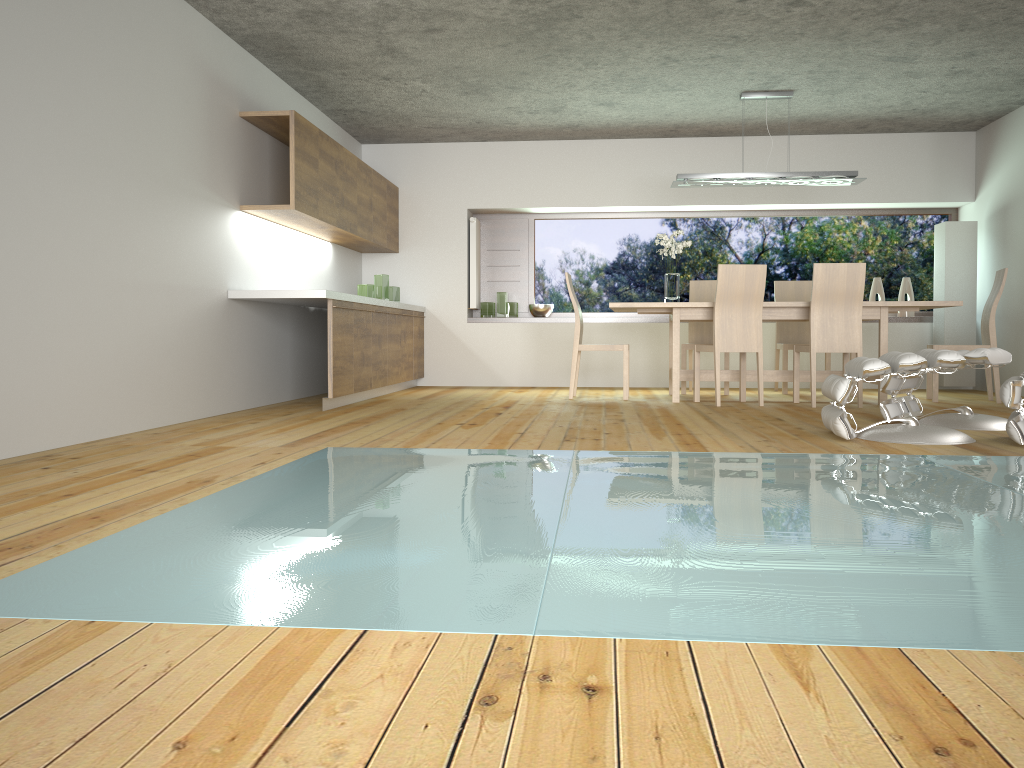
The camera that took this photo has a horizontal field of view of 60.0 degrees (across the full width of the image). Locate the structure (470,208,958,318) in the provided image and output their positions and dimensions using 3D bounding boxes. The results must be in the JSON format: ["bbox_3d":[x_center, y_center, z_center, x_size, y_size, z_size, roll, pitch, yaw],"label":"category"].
[{"bbox_3d":[1.995,-1.182,8.895,4.875,1.153,0.526,0,2,6],"label":"structure"}]

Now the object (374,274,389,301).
[{"bbox_3d":[-1.175,-0.854,7.981,0.099,0.259,0.099,1,2,30],"label":"object"}]

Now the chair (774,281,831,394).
[{"bbox_3d":[2.578,-0.430,7.937,0.404,1.016,0.506,0,2,4],"label":"chair"}]

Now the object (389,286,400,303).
[{"bbox_3d":[-1.109,-0.816,8.167,0.112,0.160,0.111,1,2,30],"label":"object"}]

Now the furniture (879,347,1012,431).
[{"bbox_3d":[2.514,0.012,5.031,0.686,0.439,0.570,2,3,41],"label":"furniture"}]

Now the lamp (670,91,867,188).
[{"bbox_3d":[2.039,-1.968,7.116,1.490,0.719,0.290,0,2,6],"label":"lamp"}]

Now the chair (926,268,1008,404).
[{"bbox_3d":[3.520,-0.373,6.874,0.506,1.016,0.404,1,2,19],"label":"chair"}]

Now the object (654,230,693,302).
[{"bbox_3d":[1.299,-0.943,7.167,0.304,0.607,0.302,0,2,9],"label":"object"}]

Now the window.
[{"bbox_3d":[2.310,-1.221,9.078,4.186,0.978,0.012,0,1,6],"label":"window"}]

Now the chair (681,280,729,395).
[{"bbox_3d":[1.736,-0.427,7.879,0.404,1.016,0.506,0,2,16],"label":"chair"}]

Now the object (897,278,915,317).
[{"bbox_3d":[3.840,-0.843,8.635,0.153,0.384,0.153,0,2,2],"label":"object"}]

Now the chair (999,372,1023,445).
[{"bbox_3d":[2.738,-0.199,4.017,0.914,0.968,0.570,1,2,31],"label":"chair"}]

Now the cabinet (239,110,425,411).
[{"bbox_3d":[-1.350,-0.901,7.452,0.656,2.002,3.095,0,3,6],"label":"cabinet"}]

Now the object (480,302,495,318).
[{"bbox_3d":[-0.246,-0.756,9.066,0.112,0.160,0.111,-2,3,-45],"label":"object"}]

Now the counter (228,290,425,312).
[{"bbox_3d":[-1.361,-0.667,7.362,0.652,0.054,3.288,0,3,6],"label":"counter"}]

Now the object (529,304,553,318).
[{"bbox_3d":[0.296,-0.742,9.031,0.247,0.137,0.247,2,3,41],"label":"object"}]

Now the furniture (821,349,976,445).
[{"bbox_3d":[1.910,0.046,4.376,0.686,0.439,0.570,1,2,12],"label":"furniture"}]

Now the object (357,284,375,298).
[{"bbox_3d":[-1.289,-0.799,7.840,0.111,0.160,0.112,1,2,30],"label":"object"}]

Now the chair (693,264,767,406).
[{"bbox_3d":[1.620,-0.359,6.578,0.404,1.016,0.506,0,2,-5],"label":"chair"}]

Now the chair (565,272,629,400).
[{"bbox_3d":[0.701,-0.394,7.245,0.506,1.016,0.404,0,2,9],"label":"chair"}]

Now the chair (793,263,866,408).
[{"bbox_3d":[2.312,-0.351,6.451,0.404,1.016,0.506,0,2,5],"label":"chair"}]

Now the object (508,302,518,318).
[{"bbox_3d":[-0.001,-0.758,9.113,0.111,0.160,0.112,0,2,-10],"label":"object"}]

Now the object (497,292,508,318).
[{"bbox_3d":[-0.100,-0.800,8.990,0.099,0.259,0.099,0,2,10],"label":"object"}]

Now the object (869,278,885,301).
[{"bbox_3d":[3.568,-0.844,8.662,0.153,0.384,0.153,0,2,2],"label":"object"}]

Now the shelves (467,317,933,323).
[{"bbox_3d":[1.993,-0.638,8.885,4.870,0.054,0.404,0,3,6],"label":"shelves"}]

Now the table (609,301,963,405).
[{"bbox_3d":[2.054,-0.255,7.076,2.500,0.755,1.201,0,3,9],"label":"table"}]

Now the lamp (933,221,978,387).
[{"bbox_3d":[4.089,-0.733,8.187,0.280,1.499,0.280,0,1,6],"label":"lamp"}]
